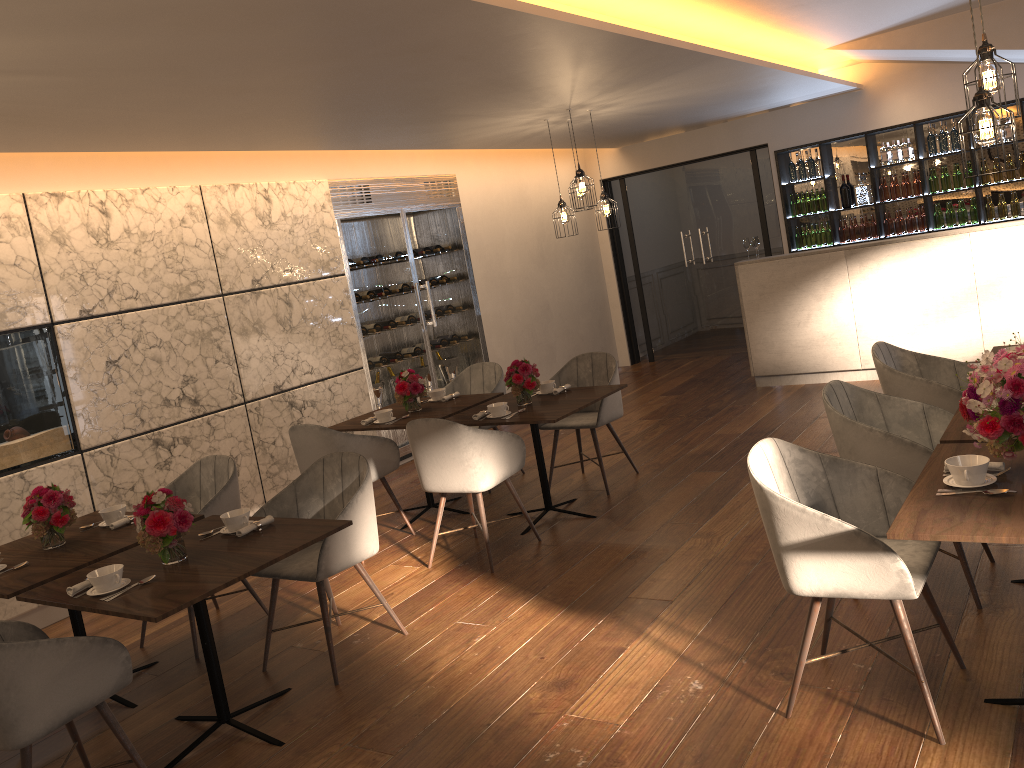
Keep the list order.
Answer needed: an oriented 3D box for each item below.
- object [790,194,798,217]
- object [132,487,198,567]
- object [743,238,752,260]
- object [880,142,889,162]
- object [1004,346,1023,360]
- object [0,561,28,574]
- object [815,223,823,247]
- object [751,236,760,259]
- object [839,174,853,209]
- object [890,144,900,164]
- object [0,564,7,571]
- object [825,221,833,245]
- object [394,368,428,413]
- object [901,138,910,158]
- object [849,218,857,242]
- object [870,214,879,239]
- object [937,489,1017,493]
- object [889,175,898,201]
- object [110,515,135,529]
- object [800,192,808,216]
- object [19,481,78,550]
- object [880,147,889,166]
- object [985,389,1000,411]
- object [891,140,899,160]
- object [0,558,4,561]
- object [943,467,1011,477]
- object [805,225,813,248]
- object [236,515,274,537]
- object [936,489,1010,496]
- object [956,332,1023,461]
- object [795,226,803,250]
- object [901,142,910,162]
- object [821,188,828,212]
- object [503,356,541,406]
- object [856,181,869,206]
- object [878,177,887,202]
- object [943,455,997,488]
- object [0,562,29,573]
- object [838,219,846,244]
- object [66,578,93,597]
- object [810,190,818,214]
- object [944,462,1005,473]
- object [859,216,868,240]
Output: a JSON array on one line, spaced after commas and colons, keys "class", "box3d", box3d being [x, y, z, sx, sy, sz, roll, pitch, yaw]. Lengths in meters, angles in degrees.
[{"class": "object", "box3d": [3.092, -1.966, 9.733, 0.065, 0.260, 0.066, -9, 6, 14]}, {"class": "object", "box3d": [-1.328, 0.534, 3.409, 0.235, 0.300, 0.305, -13, 7, -22]}, {"class": "object", "box3d": [2.211, -1.269, 8.316, 0.065, 0.207, 0.065, -7, 6, 26]}, {"class": "object", "box3d": [3.825, -2.381, 9.104, 0.069, 0.207, 0.040, -6, 7, 35]}, {"class": "object", "box3d": [2.405, -0.134, 4.203, 0.148, 0.072, 0.149, -12, 8, -12]}, {"class": "object", "box3d": [-2.100, 0.780, 3.668, 0.042, 0.015, 0.199, -5, 10, 31]}, {"class": "object", "box3d": [3.335, -1.625, 9.639, 0.065, 0.260, 0.066, -9, 6, 14]}, {"class": "object", "box3d": [2.283, -1.275, 8.270, 0.065, 0.207, 0.147, -7, 7, 27]}, {"class": "object", "box3d": [3.541, -2.047, 9.413, 0.103, 0.358, 0.105, -9, 5, 7]}, {"class": "object", "box3d": [3.914, -2.352, 9.050, 0.070, 0.189, 0.041, -6, 7, 35]}, {"class": "object", "box3d": [-2.208, 0.762, 3.714, 0.148, 0.072, 0.149, -12, 8, -12]}, {"class": "object", "box3d": [3.426, -1.632, 9.576, 0.065, 0.260, 0.066, -9, 6, 14]}, {"class": "object", "box3d": [-0.681, 0.032, 5.982, 0.234, 0.300, 0.307, -9, 7, 10]}, {"class": "object", "box3d": [3.989, -2.393, 8.990, 0.069, 0.207, 0.040, -6, 7, 35]}, {"class": "object", "box3d": [3.625, -1.647, 9.437, 0.065, 0.260, 0.066, -9, 6, 14]}, {"class": "object", "box3d": [3.805, -1.660, 9.311, 0.065, 0.260, 0.066, -9, 6, 14]}, {"class": "object", "box3d": [1.382, 0.319, 2.635, 0.210, 0.004, 0.022, -4, 10, 35]}, {"class": "object", "box3d": [3.935, -2.028, 9.144, 0.065, 0.260, 0.066, -9, 6, 14]}, {"class": "object", "box3d": [-1.806, 0.640, 4.168, 0.056, 0.039, 0.177, -5, 10, 35]}, {"class": "object", "box3d": [3.182, -1.972, 9.670, 0.065, 0.260, 0.066, -9, 6, 14]}, {"class": "object", "box3d": [-2.088, 0.584, 3.974, 0.236, 0.300, 0.305, -14, 8, -33]}, {"class": "object", "box3d": [3.832, -2.346, 9.108, 0.070, 0.189, 0.041, -6, 7, 35]}, {"class": "object", "box3d": [1.912, 0.064, 3.472, 0.148, 0.072, 0.149, -12, 8, -12]}, {"class": "object", "box3d": [3.907, -2.387, 9.047, 0.069, 0.207, 0.040, -6, 7, 35]}, {"class": "object", "box3d": [-2.263, 0.789, 3.769, 0.025, 0.024, 0.194, -5, 10, 35]}, {"class": "object", "box3d": [1.453, 0.275, 2.772, 0.192, 0.024, 0.025, -4, 9, 35]}, {"class": "object", "box3d": [3.245, -1.619, 9.703, 0.065, 0.260, 0.066, -9, 6, 14]}, {"class": "object", "box3d": [-1.056, 0.585, 3.644, 0.056, 0.039, 0.177, -5, 10, 35]}, {"class": "object", "box3d": [1.356, 0.321, 2.610, 0.196, 0.015, 0.043, -5, 10, 31]}, {"class": "object", "box3d": [1.591, 0.057, 2.690, 0.418, 0.423, 0.409, -7, 7, 23]}, {"class": "object", "box3d": [3.155, -1.612, 9.766, 0.065, 0.260, 0.066, -9, 6, 14]}, {"class": "object", "box3d": [3.996, -2.358, 8.993, 0.070, 0.189, 0.041, -6, 7, 35]}, {"class": "object", "box3d": [3.362, -1.986, 9.544, 0.065, 0.260, 0.066, -9, 6, 14]}, {"class": "object", "box3d": [0.053, -0.023, 5.478, 0.234, 0.300, 0.306, -11, 7, -7]}, {"class": "object", "box3d": [3.681, -2.017, 9.316, 0.108, 0.280, 0.108, -11, 6, -9]}, {"class": "object", "box3d": [3.844, -2.021, 9.207, 0.065, 0.260, 0.066, -9, 6, 14]}, {"class": "object", "box3d": [1.398, 0.269, 2.710, 0.148, 0.072, 0.149, -12, 8, -12]}, {"class": "object", "box3d": [-2.124, 0.786, 3.694, 0.022, 0.004, 0.212, -4, 10, 35]}, {"class": "object", "box3d": [3.535, -1.640, 9.500, 0.065, 0.260, 0.066, -9, 6, 14]}, {"class": "object", "box3d": [-1.548, 0.731, 3.256, 0.056, 0.039, 0.177, -5, 10, 35]}, {"class": "object", "box3d": [3.272, -1.979, 9.607, 0.065, 0.260, 0.066, -9, 6, 14]}, {"class": "object", "box3d": [1.463, 0.261, 2.805, 0.175, 0.039, 0.056, -4, 9, 35]}, {"class": "object", "box3d": [3.715, -1.653, 9.374, 0.065, 0.260, 0.066, -9, 6, 14]}]
